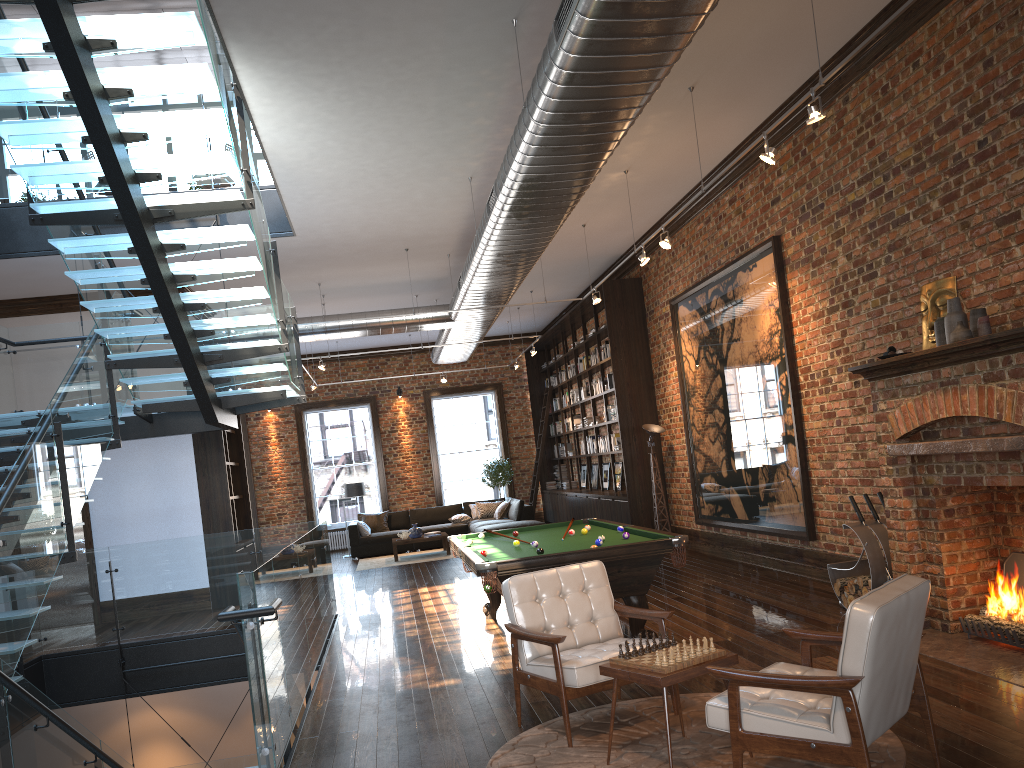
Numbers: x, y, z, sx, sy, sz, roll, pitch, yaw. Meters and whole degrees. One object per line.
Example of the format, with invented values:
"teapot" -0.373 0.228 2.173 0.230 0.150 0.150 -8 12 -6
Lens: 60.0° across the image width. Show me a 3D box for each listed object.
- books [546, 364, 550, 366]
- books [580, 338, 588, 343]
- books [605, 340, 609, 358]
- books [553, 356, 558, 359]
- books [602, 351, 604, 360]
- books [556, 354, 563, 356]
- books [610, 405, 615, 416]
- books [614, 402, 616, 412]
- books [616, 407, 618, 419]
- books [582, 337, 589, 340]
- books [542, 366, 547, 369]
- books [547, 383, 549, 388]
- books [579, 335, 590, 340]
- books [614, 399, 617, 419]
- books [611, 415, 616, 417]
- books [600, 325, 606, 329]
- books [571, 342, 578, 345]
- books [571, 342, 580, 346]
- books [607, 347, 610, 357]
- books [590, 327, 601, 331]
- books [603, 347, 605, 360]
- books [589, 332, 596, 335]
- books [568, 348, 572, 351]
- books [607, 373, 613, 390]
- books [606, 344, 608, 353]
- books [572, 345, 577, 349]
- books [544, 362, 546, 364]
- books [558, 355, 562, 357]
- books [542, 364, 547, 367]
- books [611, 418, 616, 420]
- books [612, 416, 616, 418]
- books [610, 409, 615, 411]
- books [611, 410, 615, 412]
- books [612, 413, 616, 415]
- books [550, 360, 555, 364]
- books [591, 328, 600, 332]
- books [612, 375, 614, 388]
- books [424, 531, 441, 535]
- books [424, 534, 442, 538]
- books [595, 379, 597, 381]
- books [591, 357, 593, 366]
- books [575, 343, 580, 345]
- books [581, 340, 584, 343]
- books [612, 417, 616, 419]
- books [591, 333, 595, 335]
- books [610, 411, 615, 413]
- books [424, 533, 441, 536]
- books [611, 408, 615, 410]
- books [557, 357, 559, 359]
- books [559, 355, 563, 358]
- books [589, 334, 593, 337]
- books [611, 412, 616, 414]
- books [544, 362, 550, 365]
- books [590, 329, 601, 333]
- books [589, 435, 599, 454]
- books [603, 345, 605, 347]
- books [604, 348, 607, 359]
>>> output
"books" 0.862 -0.421 20.203 0.163 0.016 0.331 -6 -5 -10
"books" 1.391 -0.806 16.338 0.193 0.030 0.314 -6 -5 -13
"books" 1.652 -0.567 14.774 0.180 0.332 0.016 -7 0 -8
"books" 1.021 -0.571 18.873 0.216 0.018 0.378 -6 -5 -10
"books" 1.623 -0.468 14.999 0.189 0.182 0.025 -6 0 -8
"books" 1.029 -0.606 18.875 0.191 0.007 0.366 -6 -5 -7
"books" 1.759 0.497 15.089 0.137 0.267 0.034 -7 0 -8
"books" 1.795 0.436 14.631 0.184 0.300 0.013 -7 0 -8
"books" 1.811 0.463 14.595 0.179 0.236 0.036 -6 0 -8
"books" 1.401 -0.833 16.340 0.171 0.021 0.308 -6 -5 -12
"books" 0.834 -0.392 20.198 0.213 0.014 0.359 -6 -5 -12
"books" 0.903 0.067 20.090 0.181 0.186 0.032 -6 0 -8
"books" 1.383 -0.860 16.338 0.204 0.017 0.361 -6 -5 -11
"books" 1.793 0.415 14.618 0.179 0.339 0.013 -7 0 -8
"books" 1.788 0.531 14.888 0.159 0.012 0.352 -6 -5 -10
"books" 1.606 -0.953 14.711 0.219 0.019 0.330 -6 -5 -6
"books" 1.275 -0.787 17.061 0.215 0.015 0.321 -6 -5 -11
"books" 1.281 -0.771 17.061 0.199 0.017 0.304 -6 -5 -13
"books" 1.677 -0.515 14.653 0.189 0.202 0.027 -6 0 -8
"books" 1.492 -0.965 15.631 0.188 0.017 0.277 -6 -5 -7
"books" 1.634 -0.504 14.944 0.184 0.241 0.030 -6 0 -8
"books" 1.485 -0.896 15.628 0.216 0.020 0.235 -6 -5 -11
"books" 1.236 -0.689 17.453 0.191 0.013 0.317 -6 -5 -12
"books" 1.704 -0.044 14.609 0.245 0.265 0.038 -6 0 -8
"books" 1.667 -0.538 14.724 0.168 0.262 0.016 -7 0 -8
"books" 1.286 -0.719 17.061 0.218 0.016 0.368 -6 -5 -8
"books" 0.834 -0.484 20.200 0.188 0.008 0.345 -6 -5 -4
"books" 1.091 -0.588 18.334 0.231 0.006 0.290 -6 -5 -12
"books" 0.823 -0.432 20.198 0.229 0.015 0.314 -6 -5 -12
"books" 1.789 0.580 14.888 0.160 0.012 0.316 -6 -5 -12
"books" 1.789 0.543 14.889 0.160 0.012 0.314 -6 -5 -7
"books" 1.776 0.423 14.885 0.159 0.012 0.352 -6 -5 -10
"books" 1.779 0.447 14.885 0.159 0.012 0.352 -6 -5 -7
"books" 1.778 0.495 14.884 0.161 0.012 0.317 -6 -5 -5
"books" 0.963 -0.490 19.260 0.229 0.033 0.274 -6 -5 -5
"books" 1.494 -0.949 15.631 0.167 0.015 0.371 -6 -5 -4
"books" 1.744 -0.038 14.538 0.186 0.230 0.035 -6 0 -8
"books" -1.461 2.740 16.284 0.206 0.028 0.261 -9 -5 24
"books" -1.429 2.733 15.944 0.261 0.024 0.207 -4 -6 -31
"books" 1.571 0.060 15.839 0.152 0.306 0.017 -7 0 -8
"books" 1.510 -0.410 15.855 0.173 0.244 0.011 -6 0 -8
"books" 1.292 -0.759 17.062 0.203 0.011 0.310 -6 -5 -9
"books" 1.391 -0.784 16.338 0.213 0.014 0.283 -6 -5 -7
"books" 1.785 0.568 14.888 0.159 0.012 0.355 -6 -5 -5
"books" 1.490 -0.883 15.629 0.206 0.008 0.335 -6 -5 -6
"books" 1.773 0.459 14.884 0.159 0.012 0.355 -6 -5 -13
"books" -1.461 2.767 16.291 0.206 0.024 0.261 -9 -6 26
"books" 1.774 0.411 14.885 0.159 0.012 0.352 -6 -5 -7
"books" 1.027 -0.550 18.873 0.205 0.024 0.249 -6 -5 -5
"books" 1.110 -0.580 18.337 0.209 0.014 0.292 -6 -5 -9
"books" 1.486 -0.858 15.628 0.227 0.015 0.276 -6 -5 -10
"books" 1.781 0.483 14.885 0.159 0.012 0.353 -6 -5 -11
"books" 0.843 -0.472 20.201 0.190 0.017 0.301 -6 -5 -10
"books" 1.500 -0.925 15.631 0.169 0.034 0.287 -6 -5 -13
"books" 1.568 1.137 16.740 0.182 0.335 0.016 -7 0 -8
"books" 1.629 -0.521 15.047 0.150 0.294 0.032 -7 0 -8
"books" 1.647 -0.503 14.917 0.168 0.231 0.028 -6 0 -8
